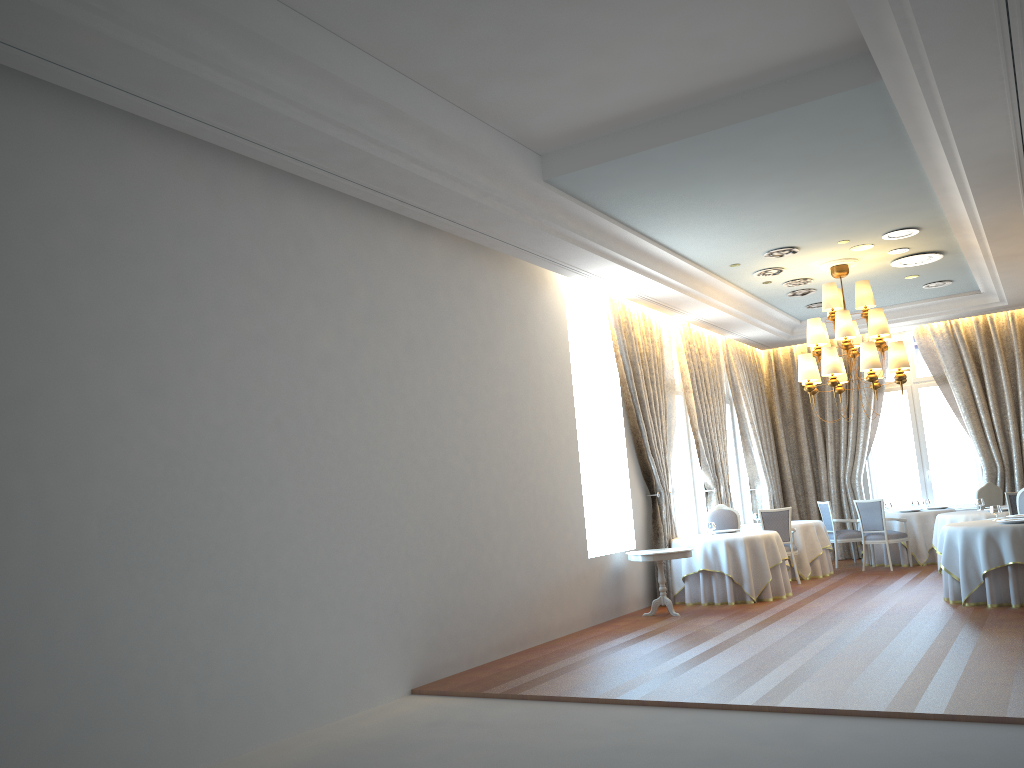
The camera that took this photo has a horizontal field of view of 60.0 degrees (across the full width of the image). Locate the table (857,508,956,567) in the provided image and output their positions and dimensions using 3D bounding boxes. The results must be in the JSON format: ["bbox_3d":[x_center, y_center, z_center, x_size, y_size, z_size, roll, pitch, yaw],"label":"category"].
[{"bbox_3d":[6.675,2.573,14.852,1.663,0.890,1.667,2,-10,-40],"label":"table"}]

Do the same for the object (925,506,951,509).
[{"bbox_3d":[7.063,2.052,14.707,0.419,0.036,0.419,-9,-9,29],"label":"object"}]

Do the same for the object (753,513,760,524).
[{"bbox_3d":[4.043,2.219,14.615,0.128,0.165,0.128,-9,-9,31],"label":"object"}]

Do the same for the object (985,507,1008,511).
[{"bbox_3d":[6.767,1.737,12.268,0.419,0.036,0.419,-9,-9,29],"label":"object"}]

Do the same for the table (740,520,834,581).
[{"bbox_3d":[4.263,2.678,14.196,1.667,0.890,1.663,-8,-9,25],"label":"table"}]

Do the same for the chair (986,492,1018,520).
[{"bbox_3d":[6.646,1.964,11.635,0.650,1.108,0.629,-5,-8,1],"label":"chair"}]

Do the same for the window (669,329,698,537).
[{"bbox_3d":[2.369,0.680,13.458,0.259,3.306,1.882,-9,-9,30],"label":"window"}]

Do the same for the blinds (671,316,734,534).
[{"bbox_3d":[3.269,0.767,14.365,0.335,4.969,2.257,-9,-9,31],"label":"blinds"}]

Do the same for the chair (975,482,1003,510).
[{"bbox_3d":[7.326,2.171,13.936,0.563,1.233,0.690,-2,-8,-19],"label":"chair"}]

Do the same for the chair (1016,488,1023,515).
[{"bbox_3d":[6.039,1.815,10.621,0.690,1.233,0.563,-3,-8,-9],"label":"chair"}]

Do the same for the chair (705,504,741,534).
[{"bbox_3d":[3.113,2.352,12.780,0.563,1.233,0.690,-5,-8,6],"label":"chair"}]

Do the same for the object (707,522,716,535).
[{"bbox_3d":[2.743,1.989,12.200,0.128,0.165,0.128,-6,-8,13],"label":"object"}]

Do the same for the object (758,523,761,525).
[{"bbox_3d":[4.037,2.176,13.834,0.419,0.036,0.419,-9,-9,29],"label":"object"}]

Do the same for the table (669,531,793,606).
[{"bbox_3d":[2.878,2.479,11.958,1.663,0.890,1.667,-7,-8,20],"label":"table"}]

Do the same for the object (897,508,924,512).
[{"bbox_3d":[6.508,2.066,14.484,0.419,0.036,0.419,-9,-9,29],"label":"object"}]

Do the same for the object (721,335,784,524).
[{"bbox_3d":[4.469,0.969,16.185,0.386,4.901,2.121,-9,-9,31],"label":"object"}]

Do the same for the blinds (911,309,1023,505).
[{"bbox_3d":[8.337,0.456,15.080,2.476,4.901,0.386,-9,-9,31],"label":"blinds"}]

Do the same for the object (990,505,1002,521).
[{"bbox_3d":[5.556,1.480,10.174,0.128,0.165,0.128,0,-9,-29],"label":"object"}]

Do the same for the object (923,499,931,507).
[{"bbox_3d":[7.039,2.036,15.041,0.128,0.165,0.128,-9,-9,31],"label":"object"}]

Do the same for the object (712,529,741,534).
[{"bbox_3d":[2.996,2.062,12.405,0.419,0.036,0.419,-9,-9,29],"label":"object"}]

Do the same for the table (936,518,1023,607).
[{"bbox_3d":[5.622,1.956,9.792,1.663,0.890,1.667,-7,-8,20],"label":"table"}]

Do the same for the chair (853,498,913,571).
[{"bbox_3d":[5.831,2.360,14.013,0.629,1.108,0.650,3,-11,-43],"label":"chair"}]

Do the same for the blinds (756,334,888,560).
[{"bbox_3d":[5.899,0.858,16.550,2.535,4.901,0.386,-9,-9,31],"label":"blinds"}]

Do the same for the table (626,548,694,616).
[{"bbox_3d":[1.830,2.431,10.774,0.761,0.801,0.760,-2,-8,-19],"label":"table"}]

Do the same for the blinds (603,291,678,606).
[{"bbox_3d":[1.964,0.583,12.288,0.315,4.930,2.204,-9,-9,31],"label":"blinds"}]

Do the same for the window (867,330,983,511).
[{"bbox_3d":[7.369,0.648,16.148,1.881,3.306,0.196,-9,-9,31],"label":"window"}]

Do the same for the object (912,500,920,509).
[{"bbox_3d":[6.716,2.020,14.740,0.128,0.165,0.128,-9,-9,31],"label":"object"}]

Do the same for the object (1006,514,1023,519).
[{"bbox_3d":[5.897,1.515,10.159,0.419,0.036,0.419,-9,-9,29],"label":"object"}]

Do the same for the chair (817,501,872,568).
[{"bbox_3d":[5.615,2.515,14.998,0.629,1.108,0.650,-4,-8,-4],"label":"chair"}]

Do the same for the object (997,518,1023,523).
[{"bbox_3d":[5.398,1.456,9.446,0.419,0.036,0.419,-9,-9,29],"label":"object"}]

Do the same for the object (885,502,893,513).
[{"bbox_3d":[6.290,2.062,14.796,0.128,0.165,0.128,-9,-9,31],"label":"object"}]

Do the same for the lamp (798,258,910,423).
[{"bbox_3d":[4.486,-0.582,11.800,1.373,2.121,1.373,-2,-8,-21],"label":"lamp"}]

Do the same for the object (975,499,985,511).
[{"bbox_3d":[6.851,1.764,12.975,0.128,0.165,0.128,-9,-9,31],"label":"object"}]

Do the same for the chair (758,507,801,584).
[{"bbox_3d":[3.917,2.400,13.179,0.650,1.108,0.629,-5,-8,6],"label":"chair"}]

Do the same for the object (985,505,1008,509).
[{"bbox_3d":[7.162,1.805,12.983,0.419,0.036,0.419,-9,-9,29],"label":"object"}]

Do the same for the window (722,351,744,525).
[{"bbox_3d":[3.595,0.866,15.513,0.196,3.306,1.881,-9,-9,31],"label":"window"}]

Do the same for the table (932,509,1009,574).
[{"bbox_3d":[6.903,2.241,12.589,1.667,0.890,1.663,3,-11,-45],"label":"table"}]
